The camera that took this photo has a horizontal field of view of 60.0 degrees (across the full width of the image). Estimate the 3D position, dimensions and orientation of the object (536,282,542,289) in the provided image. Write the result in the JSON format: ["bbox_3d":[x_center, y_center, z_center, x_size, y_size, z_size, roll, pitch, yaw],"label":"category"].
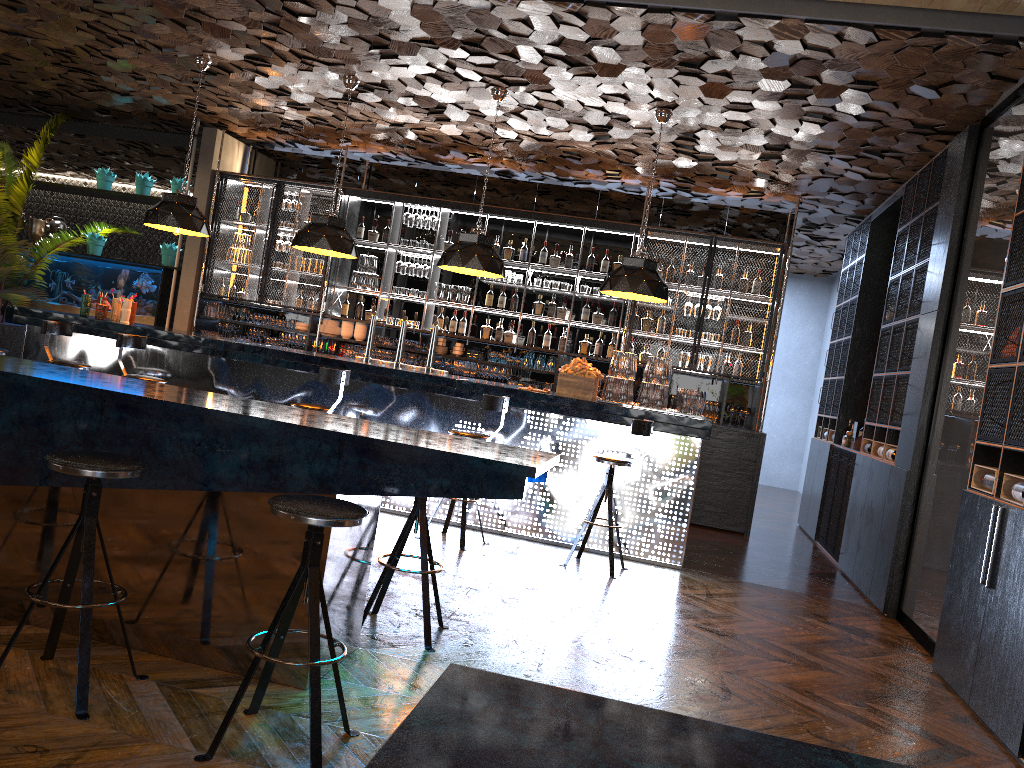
[{"bbox_3d":[0.299,-1.155,10.291,0.089,0.092,0.089,8,2,-38],"label":"object"}]

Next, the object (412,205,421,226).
[{"bbox_3d":[-1.111,-1.974,10.356,0.092,0.244,0.092,8,1,-29],"label":"object"}]

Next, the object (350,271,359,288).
[{"bbox_3d":[-1.873,-1.240,10.573,0.105,0.209,0.105,8,2,-35],"label":"object"}]

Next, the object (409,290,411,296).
[{"bbox_3d":[-1.177,-1.069,10.528,0.089,0.092,0.089,10,2,42],"label":"object"}]

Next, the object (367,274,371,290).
[{"bbox_3d":[-1.745,-1.222,10.661,0.105,0.209,0.105,8,2,-35],"label":"object"}]

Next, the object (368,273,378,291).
[{"bbox_3d":[-1.648,-1.203,10.520,0.105,0.209,0.105,8,2,-35],"label":"object"}]

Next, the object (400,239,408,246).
[{"bbox_3d":[-1.275,-1.659,10.476,0.089,0.092,0.089,9,1,-22],"label":"object"}]

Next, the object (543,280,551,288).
[{"bbox_3d":[0.401,-1.135,10.118,0.089,0.092,0.089,8,1,-27],"label":"object"}]

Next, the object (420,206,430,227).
[{"bbox_3d":[-1.015,-1.959,10.339,0.092,0.244,0.092,8,1,-29],"label":"object"}]

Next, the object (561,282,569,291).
[{"bbox_3d":[0.600,-1.103,10.091,0.089,0.092,0.089,8,2,-35],"label":"object"}]

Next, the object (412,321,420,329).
[{"bbox_3d":[-1.128,-0.687,10.403,0.089,0.092,0.089,10,1,21],"label":"object"}]

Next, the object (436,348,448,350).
[{"bbox_3d":[-0.817,-0.401,10.256,0.149,0.026,0.148,10,1,17],"label":"object"}]

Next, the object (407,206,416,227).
[{"bbox_3d":[-1.189,-1.991,10.538,0.092,0.244,0.092,8,1,-29],"label":"object"}]

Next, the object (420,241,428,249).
[{"bbox_3d":[-1.032,-1.617,10.357,0.089,0.092,0.089,9,1,-22],"label":"object"}]

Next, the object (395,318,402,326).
[{"bbox_3d":[-1.323,-0.718,10.403,0.089,0.092,0.089,8,1,-27],"label":"object"}]

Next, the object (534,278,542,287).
[{"bbox_3d":[0.292,-1.153,10.126,0.089,0.092,0.089,9,1,-18],"label":"object"}]

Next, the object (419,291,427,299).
[{"bbox_3d":[-1.059,-1.049,10.514,0.089,0.092,0.089,9,1,-5],"label":"object"}]

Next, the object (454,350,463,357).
[{"bbox_3d":[-0.614,-0.347,10.204,0.106,0.067,0.094,9,1,-2],"label":"object"}]

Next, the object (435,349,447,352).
[{"bbox_3d":[-0.821,-0.380,10.257,0.149,0.023,0.149,9,1,-5],"label":"object"}]

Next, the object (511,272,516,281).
[{"bbox_3d":[0.000,-1.254,10.357,0.089,0.092,0.089,10,2,36],"label":"object"}]

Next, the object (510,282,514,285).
[{"bbox_3d":[-0.008,-1.206,10.358,0.089,0.092,0.089,10,2,36],"label":"object"}]

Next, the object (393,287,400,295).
[{"bbox_3d":[-1.369,-1.099,10.494,0.089,0.092,0.089,9,1,-12],"label":"object"}]

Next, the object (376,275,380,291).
[{"bbox_3d":[-1.641,-1.204,10.632,0.105,0.209,0.105,8,2,-35],"label":"object"}]

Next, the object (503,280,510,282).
[{"bbox_3d":[-0.055,-1.210,10.220,0.089,0.092,0.089,9,1,0],"label":"object"}]

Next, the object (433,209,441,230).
[{"bbox_3d":[-0.885,-1.941,10.483,0.092,0.244,0.092,8,1,-29],"label":"object"}]

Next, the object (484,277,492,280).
[{"bbox_3d":[-0.270,-1.245,10.227,0.089,0.092,0.089,10,2,36],"label":"object"}]

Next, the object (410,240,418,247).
[{"bbox_3d":[-1.162,-1.640,10.432,0.089,0.092,0.089,9,1,-22],"label":"object"}]

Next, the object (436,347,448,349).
[{"bbox_3d":[-0.817,-0.411,10.256,0.149,0.025,0.149,8,1,-28],"label":"object"}]

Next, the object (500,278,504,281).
[{"bbox_3d":[-0.111,-1.243,10.352,0.089,0.092,0.089,10,2,36],"label":"object"}]

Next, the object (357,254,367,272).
[{"bbox_3d":[-1.784,-1.437,10.557,0.105,0.209,0.105,8,2,-35],"label":"object"}]

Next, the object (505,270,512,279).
[{"bbox_3d":[-0.047,-1.258,10.219,0.089,0.092,0.089,9,1,6],"label":"object"}]

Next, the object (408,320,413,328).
[{"bbox_3d":[-1.220,-0.703,10.484,0.089,0.092,0.089,10,1,21],"label":"object"}]

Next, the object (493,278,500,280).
[{"bbox_3d":[-0.171,-1.249,10.202,0.089,0.092,0.089,8,2,-38],"label":"object"}]

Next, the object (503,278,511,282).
[{"bbox_3d":[-0.051,-1.232,10.219,0.089,0.092,0.089,9,1,0],"label":"object"}]

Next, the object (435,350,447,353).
[{"bbox_3d":[-0.823,-0.368,10.258,0.149,0.023,0.149,9,1,-21],"label":"object"}]

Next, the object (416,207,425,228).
[{"bbox_3d":[-1.082,-1.973,10.519,0.092,0.244,0.092,8,1,-29],"label":"object"}]

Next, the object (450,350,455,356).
[{"bbox_3d":[-0.652,-0.356,10.305,0.106,0.067,0.094,8,1,-28],"label":"object"}]

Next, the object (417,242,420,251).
[{"bbox_3d":[-1.092,-1.631,10.543,0.089,0.092,0.089,10,1,21],"label":"object"}]

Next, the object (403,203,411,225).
[{"bbox_3d":[-1.218,-1.992,10.376,0.092,0.244,0.092,8,1,-29],"label":"object"}]

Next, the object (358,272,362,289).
[{"bbox_3d":[-1.863,-1.241,10.690,0.105,0.209,0.105,8,2,-35],"label":"object"}]

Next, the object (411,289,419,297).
[{"bbox_3d":[-1.137,-1.058,10.345,0.089,0.092,0.089,9,1,-5],"label":"object"}]

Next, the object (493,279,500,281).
[{"bbox_3d":[-0.174,-1.229,10.203,0.089,0.092,0.089,9,1,-18],"label":"object"}]

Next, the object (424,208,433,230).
[{"bbox_3d":[-0.986,-1.958,10.501,0.092,0.244,0.092,8,1,-29],"label":"object"}]

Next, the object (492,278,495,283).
[{"bbox_3d":[-0.219,-1.240,10.383,0.089,0.092,0.089,9,1,-18],"label":"object"}]

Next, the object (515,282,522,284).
[{"bbox_3d":[0.080,-1.187,10.165,0.089,0.092,0.089,10,2,36],"label":"object"}]

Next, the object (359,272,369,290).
[{"bbox_3d":[-1.757,-1.221,10.553,0.105,0.209,0.105,8,2,-35],"label":"object"}]

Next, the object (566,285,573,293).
[{"bbox_3d":[0.649,-1.098,10.224,0.089,0.092,0.089,9,1,-15],"label":"object"}]

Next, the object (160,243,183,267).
[{"bbox_3d":[-4.213,-1.594,10.928,0.265,0.325,0.245,9,1,4],"label":"object"}]

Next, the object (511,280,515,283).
[{"bbox_3d":[-0.004,-1.228,10.357,0.089,0.092,0.089,10,2,36],"label":"object"}]

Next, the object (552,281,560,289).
[{"bbox_3d":[0.498,-1.119,10.075,0.089,0.092,0.089,8,1,-27],"label":"object"}]

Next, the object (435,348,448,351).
[{"bbox_3d":[-0.820,-0.392,10.257,0.149,0.024,0.149,9,1,10],"label":"object"}]

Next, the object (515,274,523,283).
[{"bbox_3d":[0.084,-1.207,10.165,0.089,0.092,0.089,9,1,1],"label":"object"}]

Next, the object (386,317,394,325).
[{"bbox_3d":[-1.437,-0.737,10.437,0.089,0.092,0.089,9,1,-18],"label":"object"}]

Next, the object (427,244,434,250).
[{"bbox_3d":[-0.969,-1.611,10.532,0.089,0.092,0.089,9,1,-22],"label":"object"}]

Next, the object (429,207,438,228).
[{"bbox_3d":[-0.915,-1.942,10.320,0.092,0.244,0.092,8,1,-29],"label":"object"}]

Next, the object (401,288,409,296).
[{"bbox_3d":[-1.265,-1.081,10.430,0.089,0.092,0.089,9,1,-12],"label":"object"}]
